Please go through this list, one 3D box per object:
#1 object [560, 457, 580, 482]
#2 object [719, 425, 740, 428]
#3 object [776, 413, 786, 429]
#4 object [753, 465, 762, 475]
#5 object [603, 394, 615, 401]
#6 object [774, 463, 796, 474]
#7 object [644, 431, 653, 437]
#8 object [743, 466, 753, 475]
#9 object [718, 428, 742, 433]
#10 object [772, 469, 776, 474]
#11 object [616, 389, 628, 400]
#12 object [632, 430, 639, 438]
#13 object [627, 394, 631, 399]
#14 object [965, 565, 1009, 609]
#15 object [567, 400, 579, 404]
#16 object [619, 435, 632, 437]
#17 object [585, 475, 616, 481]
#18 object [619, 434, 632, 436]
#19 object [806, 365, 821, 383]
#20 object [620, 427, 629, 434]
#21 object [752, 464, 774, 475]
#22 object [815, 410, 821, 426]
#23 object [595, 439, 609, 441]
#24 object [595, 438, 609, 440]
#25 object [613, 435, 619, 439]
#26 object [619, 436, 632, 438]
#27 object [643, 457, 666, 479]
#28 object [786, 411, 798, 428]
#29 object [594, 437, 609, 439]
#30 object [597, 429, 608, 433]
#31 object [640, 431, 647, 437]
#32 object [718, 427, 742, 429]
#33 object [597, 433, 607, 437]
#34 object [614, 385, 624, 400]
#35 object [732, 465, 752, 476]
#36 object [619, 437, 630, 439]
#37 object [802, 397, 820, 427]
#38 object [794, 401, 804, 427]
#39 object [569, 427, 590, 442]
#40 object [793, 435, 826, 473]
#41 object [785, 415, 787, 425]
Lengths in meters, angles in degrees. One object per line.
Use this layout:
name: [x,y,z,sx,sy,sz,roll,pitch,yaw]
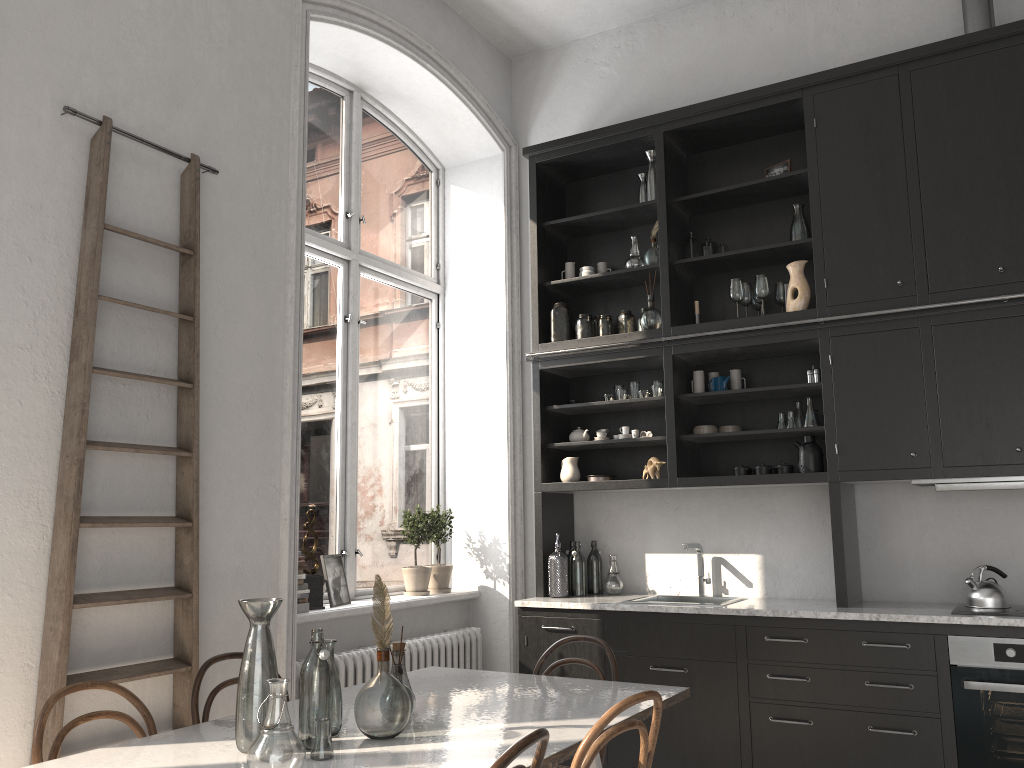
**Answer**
object: [0.331,0.492,5.052,0.115,0.144,0.127,-2,-9,9]
object: [1.174,0.247,4.777,0.112,0.035,0.113,2,-9,-17]
object: [1.386,0.196,4.557,0.058,0.094,0.058,2,-9,-20]
object: [1.301,0.453,4.615,0.088,0.059,0.104,5,-10,-31]
object: [0.551,0.087,5.031,0.071,0.047,0.072,3,-10,-22]
object: [1.366,0.425,4.442,0.088,0.059,0.104,-8,-11,38]
object: [0.760,0.281,4.930,0.048,0.041,0.058,-2,-9,8]
object: [1.218,0.463,4.667,0.088,0.059,0.104,-6,-10,29]
object: [1.174,0.263,4.775,0.132,0.038,0.132,1,-9,-12]
object: [1.394,0.444,4.565,0.104,0.059,0.088,0,-9,-6]
object: [0.620,0.068,4.986,0.064,0.069,0.064,1,-9,-12]
object: [0.681,0.283,4.918,0.049,0.054,0.039,5,-10,-34]
object: [0.686,0.087,5.046,0.071,0.047,0.072,-4,-9,18]
object: [2.132,0.909,3.992,0.171,0.185,0.171,-8,-12,41]
object: [0.362,0.124,5.247,0.071,0.047,0.072,3,-10,-22]
object: [0.640,0.297,4.963,0.085,0.016,0.085,4,-10,-28]
object: [0.503,0.541,5.025,0.180,0.037,0.180,-3,-9,15]
object: [0.639,0.291,4.965,0.085,0.016,0.085,2,-9,-19]
object: [1.538,-0.042,4.521,0.040,0.116,0.080,6,-11,-39]
object: [0.635,0.267,4.972,0.039,0.055,0.049,6,-11,-39]
object: [1.269,0.432,4.474,0.104,0.059,0.088,-2,-9,9]
object: [1.560,0.191,4.574,0.067,0.108,0.068,-4,-9,18]
object: [0.513,0.326,5.046,0.085,0.014,0.085,-9,-12,43]
object: [0.513,0.319,5.047,0.085,0.014,0.085,-9,-12,43]
object: [0.605,0.309,5.045,0.056,0.033,0.058,7,-12,-42]
object: [0.640,0.304,4.963,0.085,0.014,0.085,-3,-9,17]
object: [0.765,0.454,4.781,0.069,0.123,0.173,4,-10,-27]
object: [1.415,0.185,4.491,0.058,0.094,0.058,2,-9,-20]
object: [0.511,0.312,5.050,0.085,0.017,0.085,-5,-10,25]
object: [0.511,0.279,5.053,0.055,0.047,0.058,8,-12,-44]
object: [0.734,0.287,4.935,0.049,0.040,0.056,-1,-9,3]
object: [1.174,0.255,4.776,0.124,0.035,0.124,-4,-9,18]
object: [0.511,0.298,5.050,0.055,0.033,0.058,-2,-9,5]
object: [0.615,0.064,5.083,0.060,0.107,0.061,0,-9,-2]
object: [1.176,0.442,4.537,0.104,0.059,0.088,-4,-9,19]
object: [0.640,0.310,4.961,0.085,0.014,0.085,-3,-9,17]
object: [1.497,0.145,4.450,0.083,0.157,0.084,-3,-9,14]
object: [1.488,0.168,4.590,0.083,0.157,0.083,-8,-11,40]
object: [0.390,0.302,5.155,0.125,0.100,0.140,-3,-9,12]
object: [1.487,0.351,4.408,0.124,0.191,0.129,5,-10,-32]
object: [1.425,0.210,4.651,0.058,0.094,0.058,-2,-9,7]
